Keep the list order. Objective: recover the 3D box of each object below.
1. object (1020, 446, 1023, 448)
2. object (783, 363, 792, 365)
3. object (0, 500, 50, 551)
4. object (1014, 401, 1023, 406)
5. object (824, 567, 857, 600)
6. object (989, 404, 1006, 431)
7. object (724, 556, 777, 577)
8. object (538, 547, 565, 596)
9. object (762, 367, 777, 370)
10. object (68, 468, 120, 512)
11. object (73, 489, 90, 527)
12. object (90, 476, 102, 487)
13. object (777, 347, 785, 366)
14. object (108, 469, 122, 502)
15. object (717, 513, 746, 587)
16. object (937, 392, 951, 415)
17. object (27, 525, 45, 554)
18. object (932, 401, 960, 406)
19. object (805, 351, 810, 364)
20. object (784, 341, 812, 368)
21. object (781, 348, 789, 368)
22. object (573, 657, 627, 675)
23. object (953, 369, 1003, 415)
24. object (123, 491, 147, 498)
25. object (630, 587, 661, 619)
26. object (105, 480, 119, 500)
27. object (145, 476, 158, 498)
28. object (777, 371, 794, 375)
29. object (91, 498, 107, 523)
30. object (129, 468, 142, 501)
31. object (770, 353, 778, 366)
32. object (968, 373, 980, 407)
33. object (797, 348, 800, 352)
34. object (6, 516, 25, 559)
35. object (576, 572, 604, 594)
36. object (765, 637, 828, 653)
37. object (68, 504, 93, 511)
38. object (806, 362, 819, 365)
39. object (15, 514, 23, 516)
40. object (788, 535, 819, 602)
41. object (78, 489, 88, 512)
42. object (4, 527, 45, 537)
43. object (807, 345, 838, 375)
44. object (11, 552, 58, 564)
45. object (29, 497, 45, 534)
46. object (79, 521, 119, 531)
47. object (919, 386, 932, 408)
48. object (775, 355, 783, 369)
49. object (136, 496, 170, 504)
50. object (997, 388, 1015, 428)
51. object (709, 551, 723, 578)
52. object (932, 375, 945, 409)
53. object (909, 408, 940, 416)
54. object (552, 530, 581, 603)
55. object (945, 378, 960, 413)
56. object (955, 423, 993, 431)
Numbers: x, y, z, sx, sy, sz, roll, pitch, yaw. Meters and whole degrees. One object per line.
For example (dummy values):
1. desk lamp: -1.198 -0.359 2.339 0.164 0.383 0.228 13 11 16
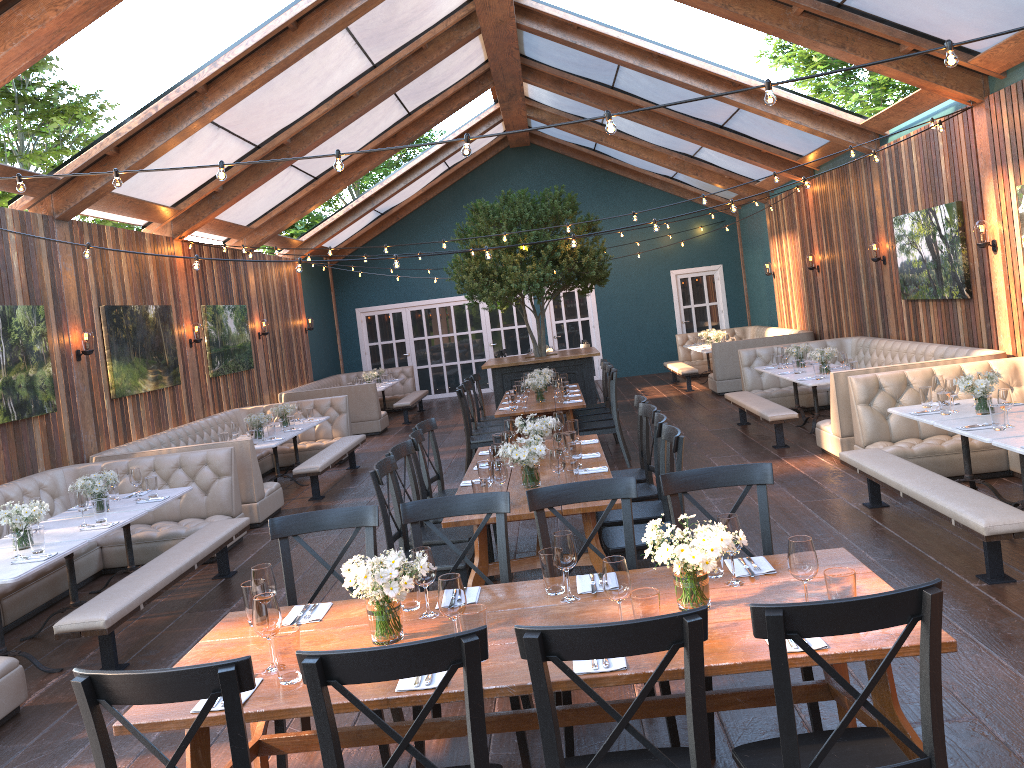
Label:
1. object: 3.004 0.344 4.948 0.255 0.019 0.158 -7 5 3
2. object: 3.512 -0.259 11.310 0.157 0.019 0.256 -7 5 3
3. object: -3.062 0.872 5.537 0.330 0.309 0.336 -8 3 -23
4. object: 3.577 0.147 6.453 0.255 0.019 0.158 -7 5 3
5. object: 1.003 0.648 2.687 0.091 0.158 0.092 -6 2 29
6. object: 3.067 0.212 5.582 0.092 0.158 0.092 -7 2 -11
7. object: 0.888 0.680 3.293 0.157 0.019 0.256 -7 5 3
8. object: 0.153 0.698 3.287 0.091 0.158 0.092 -6 2 29
9. object: 3.258 -0.206 11.037 0.255 0.019 0.158 -7 5 3
10. object: -3.043 0.789 6.489 0.328 0.309 0.338 -5 3 25
11. object: -2.933 0.847 6.032 0.092 0.244 0.093 -5 2 45
12. object: -3.139 0.815 6.695 0.092 0.244 0.092 -8 2 -39
13. object: 3.399 -0.348 11.176 0.092 0.244 0.092 -8 2 -39
14. object: -3.116 0.792 6.936 0.092 0.244 0.092 -8 2 -39
15. object: 0.781 0.591 3.156 0.092 0.244 0.093 -5 2 45
16. object: 3.107 0.141 6.354 0.092 0.158 0.092 -7 2 -11
17. object: -2.869 0.941 5.345 0.092 0.158 0.092 -7 2 -11
18. object: 3.327 0.148 6.789 0.157 0.019 0.256 -7 5 3
19. object: 3.711 -0.338 11.134 0.092 0.158 0.092 -7 2 -11
20. object: 3.481 -0.352 10.730 0.335 0.309 0.330 -6 3 15
21. object: 3.377 -0.325 10.935 0.092 0.244 0.092 -8 2 -39
22. object: 0.260 0.809 2.663 0.157 0.019 0.256 -7 5 3
23. object: 3.283 0.057 6.208 0.328 0.309 0.338 -5 3 25
24. object: -3.003 0.881 7.071 0.157 0.019 0.256 -7 5 3
25. object: 0.415 0.716 2.713 0.091 0.158 0.092 -6 2 29
26. object: -3.172 0.834 7.028 0.092 0.158 0.092 -7 2 -11
27. object: -2.804 0.802 6.894 0.092 0.158 0.092 -7 2 -11
28. object: 3.218 -0.135 10.265 0.255 0.019 0.158 -7 5 3
29. object: -2.838 0.874 6.094 0.092 0.158 0.092 -7 2 -11
30. object: -2.899 0.775 6.832 0.092 0.244 0.092 -8 2 -39
31. object: 3.344 -0.306 11.267 0.092 0.158 0.092 -7 2 -11
32. object: 3.431 0.043 6.551 0.092 0.244 0.092 -8 2 -39
33. object: 3.616 -0.365 11.072 0.092 0.244 0.092 -8 2 -39
34. object: -2.964 0.915 5.283 0.092 0.244 0.093 -5 2 45
35. object: 0.320 0.746 3.317 0.157 0.019 0.256 -7 5 3
36. object: 0.830 0.742 2.643 0.157 0.019 0.256 -7 5 3
37. object: -3.257 0.934 6.797 0.255 0.019 0.158 -7 5 3
38. object: 3.761 -0.261 10.974 0.255 0.019 0.158 -7 5 3
39. object: -3.263 0.944 5.863 0.092 0.158 0.092 -7 2 -11
40. object: 0.920 0.606 2.782 0.092 0.244 0.093 -5 2 45
41. object: -3.223 0.874 6.635 0.092 0.158 0.092 -7 2 -11
42. object: -3.297 1.005 6.025 0.255 0.019 0.158 -7 5 3
43. object: 3.442 -0.266 9.772 0.335 0.309 0.330 -6 3 19
44. object: -2.819 1.019 5.185 0.255 0.019 0.158 -7 5 3
45. object: -3.179 0.886 5.923 0.092 0.244 0.093 -5 2 45
46. object: -2.787 0.952 5.934 0.255 0.019 0.158 -7 5 3
47. object: 3.159 0.102 6.746 0.092 0.158 0.092 -7 2 -11
48. object: 3.292 -0.266 10.874 0.092 0.158 0.092 -7 2 -11
49. object: -2.754 0.879 6.734 0.255 0.019 0.158 -7 5 3
50. object: 3.152 0.153 5.642 0.092 0.244 0.093 -5 2 45
51. object: 0.736 0.630 3.265 0.091 0.158 0.092 -6 2 29
52. object: 3.215 0.060 6.655 0.092 0.244 0.092 -8 2 -39
53. object: 3.074 0.202 6.516 0.255 0.019 0.158 -7 5 3
54. object: 0.195 0.658 3.191 0.092 0.244 0.093 -5 2 45
55. object: 3.192 0.083 6.414 0.092 0.244 0.092 -8 2 -39
56. object: 3.034 0.272 5.744 0.255 0.019 0.158 -7 5 3
